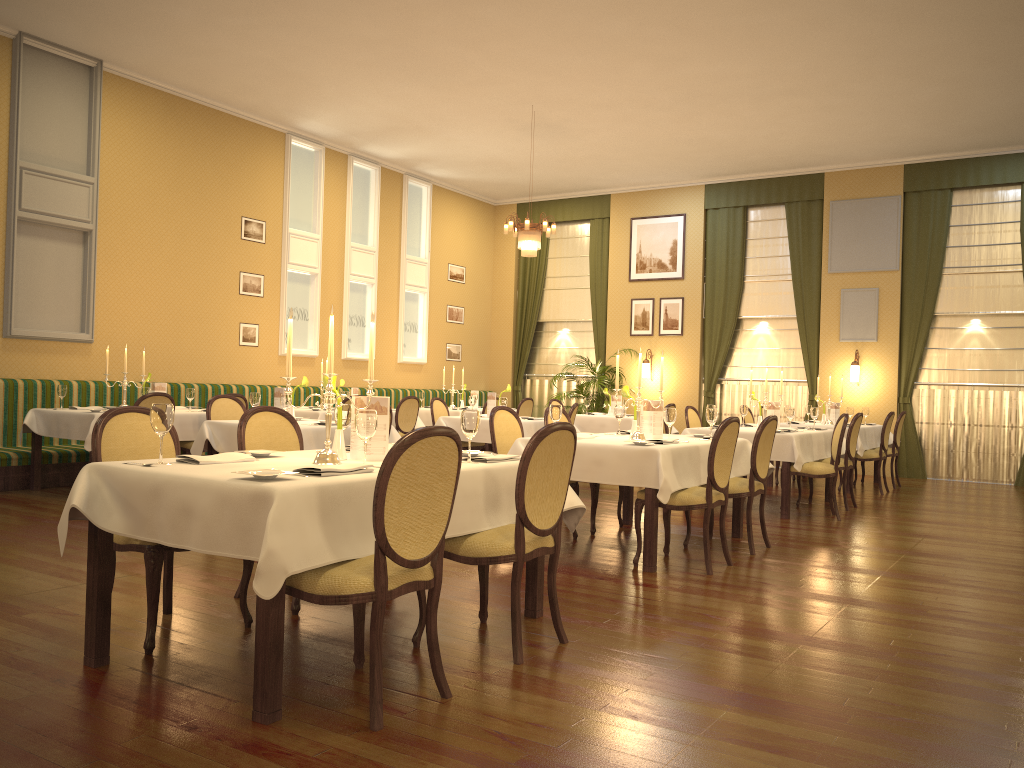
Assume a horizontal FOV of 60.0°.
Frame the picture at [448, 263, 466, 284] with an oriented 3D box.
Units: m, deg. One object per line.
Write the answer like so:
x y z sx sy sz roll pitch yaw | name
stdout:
-0.949 -1.898 15.262 0.008 0.294 0.504 2 0 32 | picture

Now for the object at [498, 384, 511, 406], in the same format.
-0.096 0.185 9.691 0.163 0.375 0.076 2 0 9 | object

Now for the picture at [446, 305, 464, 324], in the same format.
-0.971 -1.193 15.259 0.008 0.294 0.504 2 0 32 | picture

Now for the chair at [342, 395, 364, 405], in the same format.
-1.902 0.599 10.268 0.530 0.955 0.571 2 0 -33 | chair

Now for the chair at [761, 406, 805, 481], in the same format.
3.583 0.777 11.797 0.571 0.955 0.530 2 0 32 | chair

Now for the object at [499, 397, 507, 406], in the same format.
-0.094 0.256 9.321 0.088 0.229 0.088 2 0 -16 | object

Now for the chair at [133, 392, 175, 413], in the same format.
-3.371 0.542 7.964 0.571 0.955 0.530 2 0 32 | chair

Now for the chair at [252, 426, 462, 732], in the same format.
-0.496 0.608 3.046 0.571 0.955 0.530 2 0 32 | chair

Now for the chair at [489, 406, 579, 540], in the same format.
0.137 0.644 6.363 0.571 0.955 0.530 2 0 32 | chair

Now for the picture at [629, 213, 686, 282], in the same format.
2.362 -2.217 14.472 0.966 1.057 0.027 2 0 32 | picture

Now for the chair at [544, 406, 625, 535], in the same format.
0.551 0.660 7.015 0.571 0.955 0.530 2 0 32 | chair

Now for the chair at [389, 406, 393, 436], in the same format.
-1.243 0.603 6.781 0.571 0.955 0.530 2 0 32 | chair

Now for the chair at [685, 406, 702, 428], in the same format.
2.152 0.721 9.540 0.571 0.955 0.530 2 0 32 | chair

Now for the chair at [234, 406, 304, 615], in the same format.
-1.066 0.597 4.466 0.571 0.955 0.530 2 0 32 | chair

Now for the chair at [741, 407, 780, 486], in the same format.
3.169 0.761 11.145 0.571 0.955 0.530 2 0 32 | chair

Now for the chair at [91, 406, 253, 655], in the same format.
-1.480 0.581 3.813 0.571 0.955 0.530 2 0 32 | chair

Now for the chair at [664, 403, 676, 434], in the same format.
1.830 0.722 11.627 0.571 0.955 0.530 2 0 32 | chair

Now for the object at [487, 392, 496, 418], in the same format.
-0.229 0.231 9.645 0.081 0.277 0.166 2 0 -11 | object

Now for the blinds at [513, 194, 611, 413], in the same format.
0.847 -1.084 15.487 1.934 4.537 0.225 2 0 32 | blinds

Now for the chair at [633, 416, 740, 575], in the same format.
1.120 0.670 5.595 0.571 0.955 0.530 2 0 32 | chair

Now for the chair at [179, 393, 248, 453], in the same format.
-2.922 0.560 8.669 0.571 0.955 0.530 2 0 32 | chair

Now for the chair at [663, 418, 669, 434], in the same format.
1.741 0.706 8.911 0.571 0.955 0.530 2 0 7 | chair

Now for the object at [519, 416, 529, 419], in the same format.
0.139 0.368 9.628 0.160 0.024 0.160 2 0 32 | object

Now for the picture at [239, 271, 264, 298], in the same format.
-3.367 -1.286 11.480 0.008 0.294 0.401 2 0 32 | picture

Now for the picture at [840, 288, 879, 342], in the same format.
4.996 -0.991 12.771 0.512 0.769 0.027 2 0 32 | picture

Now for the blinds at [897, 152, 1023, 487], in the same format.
6.266 -0.932 12.036 1.876 4.537 0.129 2 0 32 | blinds

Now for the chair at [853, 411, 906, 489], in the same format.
4.603 0.805 11.089 0.571 0.955 0.530 2 0 32 | chair

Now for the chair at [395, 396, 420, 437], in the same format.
-1.470 0.616 10.958 0.571 0.955 0.530 2 0 32 | chair

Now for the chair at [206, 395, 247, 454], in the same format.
-2.264 0.574 7.490 0.571 0.955 0.530 2 0 32 | chair

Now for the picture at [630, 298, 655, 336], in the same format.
2.140 -1.099 14.590 0.412 0.619 0.022 2 0 32 | picture

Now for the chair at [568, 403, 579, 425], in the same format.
0.403 0.666 9.374 0.571 0.955 0.530 2 0 12 | chair

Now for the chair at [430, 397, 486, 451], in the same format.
-0.633 0.637 10.066 0.571 0.955 0.530 2 0 22 | chair

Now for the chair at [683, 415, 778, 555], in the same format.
1.571 0.688 6.306 0.571 0.955 0.530 2 0 32 | chair

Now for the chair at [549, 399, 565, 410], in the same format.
0.809 0.693 12.336 0.571 0.955 0.530 2 0 32 | chair

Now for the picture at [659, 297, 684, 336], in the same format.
2.569 -1.087 14.317 0.412 0.619 0.022 2 0 32 | picture

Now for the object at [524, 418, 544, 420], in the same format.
0.242 0.372 9.438 0.142 0.024 0.273 2 0 32 | object

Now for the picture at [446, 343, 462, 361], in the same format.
-0.999 -0.542 15.244 0.008 0.294 0.437 2 0 32 | picture

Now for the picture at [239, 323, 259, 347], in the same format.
-3.397 -0.635 11.462 0.008 0.294 0.313 2 0 32 | picture

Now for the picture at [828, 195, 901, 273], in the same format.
5.061 -2.141 12.758 0.966 1.057 0.027 2 0 32 | picture

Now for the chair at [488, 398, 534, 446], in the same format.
0.001 0.672 13.220 0.571 0.955 0.530 2 0 32 | chair

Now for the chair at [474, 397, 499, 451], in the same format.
-0.478 0.654 12.527 0.571 0.955 0.530 2 0 32 | chair

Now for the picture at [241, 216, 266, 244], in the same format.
-3.345 -1.990 11.483 0.008 0.294 0.401 2 0 32 | picture

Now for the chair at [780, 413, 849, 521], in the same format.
2.749 0.733 8.081 0.571 0.955 0.530 2 0 12 | chair

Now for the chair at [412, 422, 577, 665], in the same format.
-0.045 0.625 3.757 0.571 0.955 0.530 2 0 32 | chair

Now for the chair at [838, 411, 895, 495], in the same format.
4.153 0.788 10.378 0.571 0.955 0.530 2 0 32 | chair

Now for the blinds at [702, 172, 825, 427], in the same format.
3.803 -1.001 13.599 1.878 4.537 0.129 2 0 32 | blinds

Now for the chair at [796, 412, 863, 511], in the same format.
3.172 0.750 8.832 0.571 0.955 0.530 2 0 32 | chair
